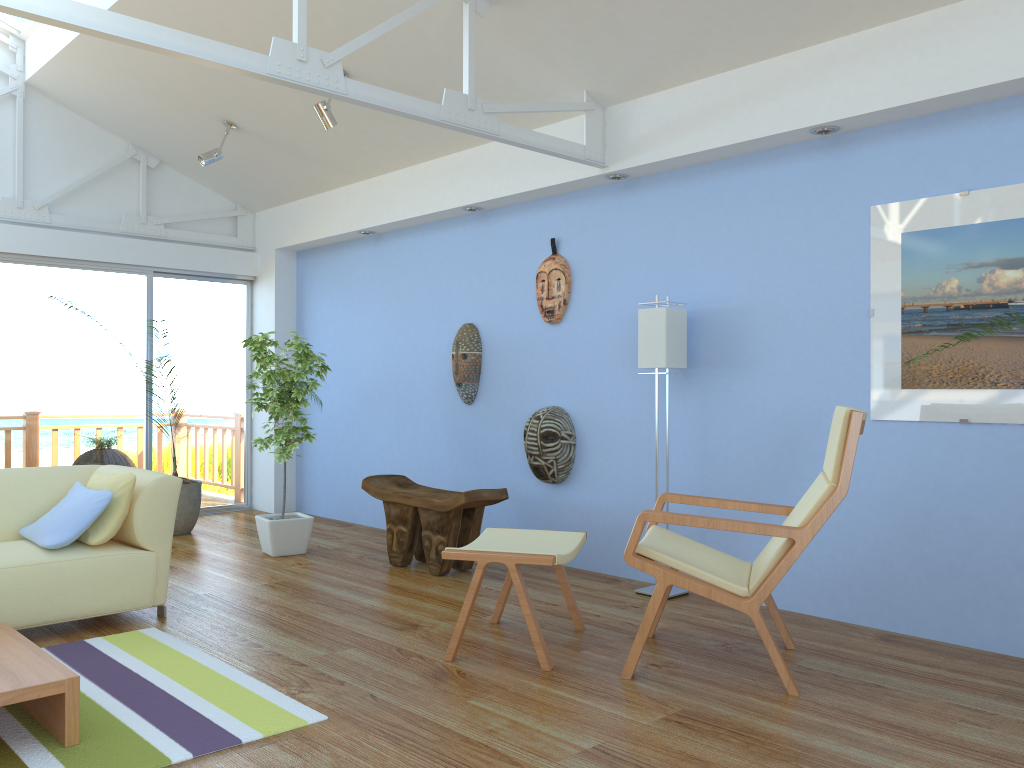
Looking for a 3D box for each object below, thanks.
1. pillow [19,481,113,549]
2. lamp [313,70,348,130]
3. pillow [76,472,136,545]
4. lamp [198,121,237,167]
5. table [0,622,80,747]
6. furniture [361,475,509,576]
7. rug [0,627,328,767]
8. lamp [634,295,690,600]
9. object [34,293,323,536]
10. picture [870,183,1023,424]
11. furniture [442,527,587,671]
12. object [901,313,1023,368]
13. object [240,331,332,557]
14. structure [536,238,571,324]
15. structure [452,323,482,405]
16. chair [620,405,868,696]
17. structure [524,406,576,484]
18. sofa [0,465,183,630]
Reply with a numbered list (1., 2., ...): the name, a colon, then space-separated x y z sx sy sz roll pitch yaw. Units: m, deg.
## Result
1. pillow: -2.014 0.586 3.976 0.272 0.244 0.566 0 0 -41
2. lamp: -1.053 -1.646 5.129 0.195 0.351 0.127 0 0 -26
3. pillow: -1.915 0.549 4.053 0.201 0.311 0.559 0 0 -43
4. lamp: -2.038 -1.655 6.130 0.254 0.327 0.118 0 0 -26
5. table: -1.814 0.941 2.581 0.800 0.198 0.800 0 0 -43
6. furniture: -0.474 0.816 5.159 0.329 0.507 1.100 0 0 -43
7. rug: -1.826 1.049 2.590 2.100 0.018 1.400 0 0 -43
8. lamp: 0.766 0.309 4.518 0.200 1.520 0.200 0 0 -43
9. object: -2.315 0.224 6.340 1.563 1.695 1.706 0 0 38
10. picture: 2.061 -0.314 3.376 0.005 0.937 1.419 0 0 -43
11. furniture: 0.028 0.850 3.632 0.449 0.427 0.619 0 0 17
12. object: 1.921 0.211 1.804 1.563 1.695 1.706 0 0 -22
13. object: -1.420 0.366 5.584 0.495 1.409 0.699 0 0 0
14. structure: 0.234 -0.613 5.279 0.063 0.508 0.264 0 0 -43
15. structure: -0.325 -0.133 5.830 0.115 0.541 0.254 0 0 -43
16. chair: 0.890 0.574 3.375 0.859 0.982 0.632 0 0 17
17. structure: 0.184 0.365 5.235 0.185 0.466 0.359 0 0 -43
18. sofa: -2.678 0.699 3.533 2.448 0.597 0.950 0 0 -43
